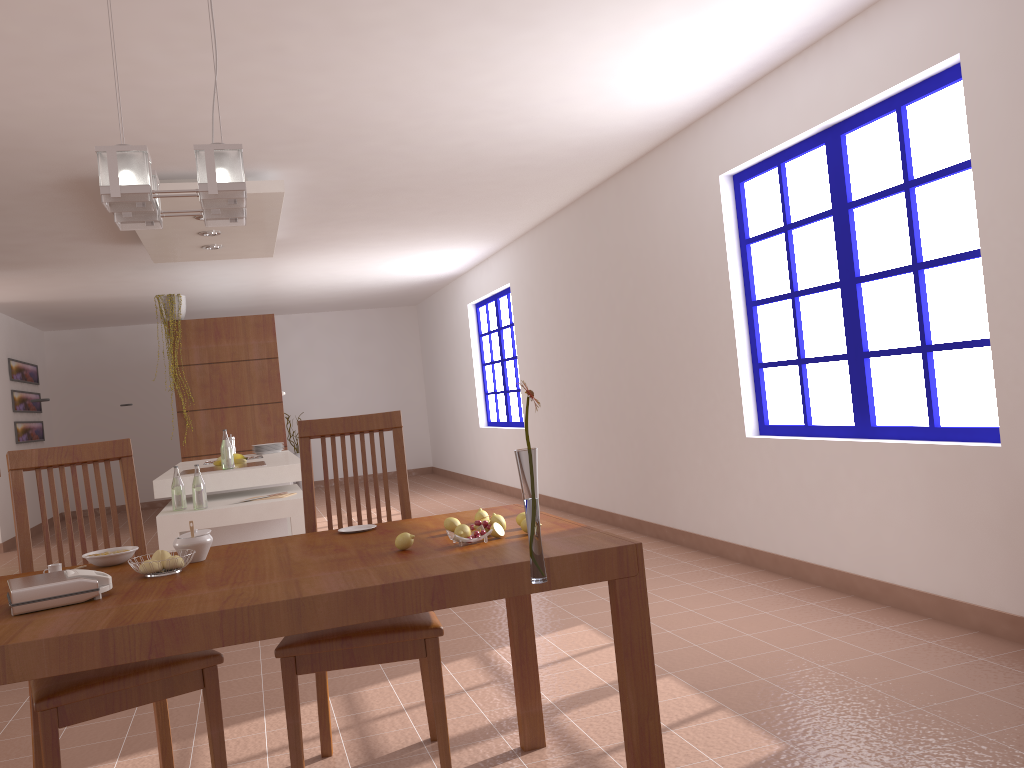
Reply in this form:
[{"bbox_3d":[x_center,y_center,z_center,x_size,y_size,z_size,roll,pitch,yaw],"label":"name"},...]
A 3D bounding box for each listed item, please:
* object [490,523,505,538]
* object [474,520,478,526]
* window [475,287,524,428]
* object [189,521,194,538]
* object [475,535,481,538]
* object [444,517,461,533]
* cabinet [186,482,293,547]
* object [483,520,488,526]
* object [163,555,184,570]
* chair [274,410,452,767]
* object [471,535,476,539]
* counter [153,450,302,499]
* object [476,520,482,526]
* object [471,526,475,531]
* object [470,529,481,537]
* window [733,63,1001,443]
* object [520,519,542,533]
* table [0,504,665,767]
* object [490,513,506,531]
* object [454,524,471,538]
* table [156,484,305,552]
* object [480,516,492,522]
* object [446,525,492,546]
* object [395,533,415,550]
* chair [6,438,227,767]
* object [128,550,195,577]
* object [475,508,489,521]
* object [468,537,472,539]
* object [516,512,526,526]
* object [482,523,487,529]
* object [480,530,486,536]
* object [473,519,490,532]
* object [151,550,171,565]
[{"bbox_3d":[-0.037,0.351,2.129,0.033,0.036,0.039,-6,-1,21],"label":"object"},{"bbox_3d":[-0.086,0.344,2.193,0.014,0.014,0.013,-6,-1,40],"label":"object"},{"bbox_3d":[-0.093,-0.251,9.499,0.035,1.430,1.699,-6,-1,-17],"label":"window"},{"bbox_3d":[-0.797,0.378,2.212,0.010,0.075,0.015,-6,-1,-17],"label":"object"},{"bbox_3d":[-0.080,0.362,2.086,0.013,0.014,0.014,-6,-1,12],"label":"object"},{"bbox_3d":[-0.152,0.362,2.276,0.041,0.041,0.042,-5,-1,-42],"label":"object"},{"bbox_3d":[-1.815,0.975,5.933,0.737,0.700,2.048,-6,-1,-17],"label":"cabinet"},{"bbox_3d":[-0.065,0.340,2.168,0.012,0.014,0.014,-5,-1,-36],"label":"object"},{"bbox_3d":[-0.807,0.425,2.114,0.048,0.033,0.060,-6,-1,-18],"label":"object"},{"bbox_3d":[-0.441,0.625,2.622,0.444,1.063,0.574,-6,0,-7],"label":"chair"},{"bbox_3d":[-0.091,0.363,2.091,0.014,0.013,0.014,-6,0,7],"label":"object"},{"bbox_3d":[-1.841,0.928,5.986,0.821,0.800,2.156,-6,-1,-17],"label":"counter"},{"bbox_3d":[-0.081,0.342,2.179,0.014,0.014,0.012,-6,0,4],"label":"object"},{"bbox_3d":[-0.098,0.370,2.267,0.014,0.012,0.014,-6,-1,-13],"label":"object"},{"bbox_3d":[-0.087,0.359,2.115,0.040,0.023,0.049,-6,-1,29],"label":"object"},{"bbox_3d":[1.543,-0.464,4.045,0.035,1.430,1.699,-6,-1,-17],"label":"window"},{"bbox_3d":[0.044,0.342,2.143,0.043,0.038,0.043,-6,-1,-28],"label":"object"},{"bbox_3d":[-0.673,0.806,2.047,1.800,0.740,0.900,-6,-1,-17],"label":"table"},{"bbox_3d":[-0.035,0.342,2.185,0.039,0.049,0.039,-6,0,-9],"label":"object"},{"bbox_3d":[-0.116,0.349,2.086,0.043,0.038,0.042,-5,-1,-40],"label":"object"},{"bbox_3d":[-1.525,0.965,4.978,0.737,0.647,1.003,-6,-1,-17],"label":"table"},{"bbox_3d":[-0.066,0.335,2.195,0.034,0.011,0.037,-6,-1,33],"label":"object"},{"bbox_3d":[-0.100,0.359,2.094,0.092,0.032,0.091,-6,-1,-17],"label":"object"},{"bbox_3d":[-0.255,0.372,2.095,0.041,0.041,0.042,-5,-1,-31],"label":"object"},{"bbox_3d":[-1.105,0.691,2.420,0.444,1.063,0.574,-5,-1,-36],"label":"chair"},{"bbox_3d":[-0.830,0.430,2.109,0.151,0.041,0.151,-6,-1,33],"label":"object"},{"bbox_3d":[-0.080,0.353,2.333,0.038,0.053,0.039,-6,-1,18],"label":"object"},{"bbox_3d":[-0.099,0.364,2.072,0.014,0.013,0.014,-6,0,-12],"label":"object"},{"bbox_3d":[0.033,0.344,2.246,0.043,0.038,0.043,-6,-1,-28],"label":"object"},{"bbox_3d":[-0.068,0.347,2.174,0.012,0.014,0.014,-5,-1,-36],"label":"object"},{"bbox_3d":[-0.069,0.353,2.104,0.014,0.014,0.012,-6,0,-4],"label":"object"},{"bbox_3d":[-0.067,0.354,2.204,0.041,0.039,0.044,-6,-1,37],"label":"object"},{"bbox_3d":[-0.849,0.424,2.149,0.048,0.044,0.055,-5,-1,-37],"label":"object"}]
